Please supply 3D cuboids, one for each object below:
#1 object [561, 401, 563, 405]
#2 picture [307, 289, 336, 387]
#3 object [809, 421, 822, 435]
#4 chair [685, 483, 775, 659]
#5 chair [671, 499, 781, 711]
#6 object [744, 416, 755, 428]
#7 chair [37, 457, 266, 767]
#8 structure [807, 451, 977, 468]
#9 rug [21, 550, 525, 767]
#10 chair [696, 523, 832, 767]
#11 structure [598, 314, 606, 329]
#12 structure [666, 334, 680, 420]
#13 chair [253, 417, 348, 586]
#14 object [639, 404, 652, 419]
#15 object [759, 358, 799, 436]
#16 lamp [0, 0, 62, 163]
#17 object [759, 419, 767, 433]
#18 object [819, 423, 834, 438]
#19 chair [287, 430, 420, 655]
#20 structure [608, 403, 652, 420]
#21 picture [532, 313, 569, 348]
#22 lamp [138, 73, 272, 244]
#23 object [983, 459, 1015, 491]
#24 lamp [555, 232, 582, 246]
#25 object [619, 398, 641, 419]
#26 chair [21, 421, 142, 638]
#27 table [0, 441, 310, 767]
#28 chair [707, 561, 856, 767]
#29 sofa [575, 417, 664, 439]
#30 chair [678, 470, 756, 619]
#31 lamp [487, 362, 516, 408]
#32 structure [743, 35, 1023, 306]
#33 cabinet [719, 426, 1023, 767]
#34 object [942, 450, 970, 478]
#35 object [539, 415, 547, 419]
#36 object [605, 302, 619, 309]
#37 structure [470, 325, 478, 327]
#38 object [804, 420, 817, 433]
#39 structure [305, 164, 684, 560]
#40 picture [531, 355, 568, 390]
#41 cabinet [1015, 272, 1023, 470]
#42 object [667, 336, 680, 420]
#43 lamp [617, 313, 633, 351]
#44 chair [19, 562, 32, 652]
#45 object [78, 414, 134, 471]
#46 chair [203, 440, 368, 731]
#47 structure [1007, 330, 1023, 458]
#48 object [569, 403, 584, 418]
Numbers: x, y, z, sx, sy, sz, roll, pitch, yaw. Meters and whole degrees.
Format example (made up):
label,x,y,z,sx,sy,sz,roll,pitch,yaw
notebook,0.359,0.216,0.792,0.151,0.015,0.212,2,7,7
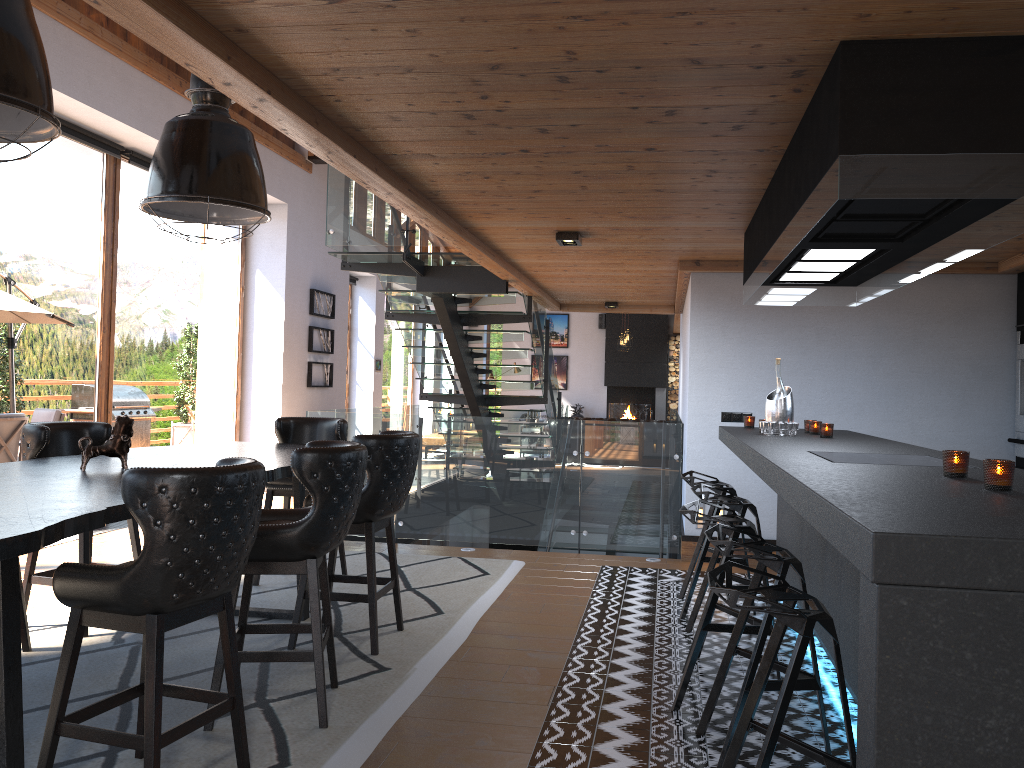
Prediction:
label,x,y,z,sx,sy,sz,roll,pitch,yaw
object,1.079,0.631,20.650,0.261,0.532,0.423,2,-1,-22
picture,-2.611,-0.610,12.160,0.059,1.312,0.777,1,-1,10
object,1.857,0.268,5.426,0.080,0.081,0.078,2,-1,-26
chair,1.181,0.972,4.695,0.468,0.839,0.540,2,-1,6
chair,0.975,0.965,3.931,0.466,0.839,0.542,1,-1,15
object,1.643,0.264,6.136,0.078,0.081,0.080,1,-1,44
chair,-1.098,0.789,2.824,0.564,1.092,0.507,1,-1,18
structure,1.471,0.304,3.496,0.502,0.017,0.612,2,0,9
rug,-1.604,1.314,4.267,2.542,0.047,5.651,2,0,10
chair,0.932,0.962,3.213,0.468,0.839,0.540,2,-1,6
structure,2.131,-1.467,20.799,0.213,0.349,0.214,1,-1,9
structure,3.796,0.188,20.334,0.500,2.617,0.513,1,-1,9
chair,-1.386,0.777,5.941,0.502,1.092,0.570,1,-1,8
object,3.008,0.968,19.925,0.311,1.018,0.304,2,-1,-35
object,1.573,0.075,5.208,0.225,0.452,0.226,1,-1,9
lamp,-1.737,-3.062,2.883,0.628,4.686,0.614,2,-1,-36
object,1.562,0.260,5.467,0.080,0.081,0.078,2,-1,-26
object,1.791,0.266,5.047,0.080,0.081,0.078,2,-1,-26
chair,-0.776,0.791,4.585,0.566,1.092,0.505,1,-1,8
structure,2.703,0.708,20.355,0.979,0.514,0.184,2,-1,9
picture,0.911,-1.267,21.058,0.876,0.816,0.036,2,-1,9
lamp,-1.463,-3.052,4.457,0.628,4.686,0.614,2,-1,-36
object,1.335,0.249,2.430,0.080,0.081,0.078,2,-1,-36
lamp,0.386,-0.986,5.990,0.155,0.068,0.262,2,0,10
object,2.328,0.687,17.268,0.403,0.808,0.624,1,-1,21
chair,-2.332,0.758,4.767,0.564,1.092,0.507,1,-1,18
table,-1.706,0.856,3.964,1.424,0.950,3.810,2,0,10
chair,0.771,0.957,2.451,0.467,0.839,0.541,1,-1,10
sofa,1.799,1.013,15.787,2.557,0.838,1.243,2,0,8
chair,1.268,0.975,5.449,0.467,0.839,0.541,1,-1,9
lamp,-0.329,0.435,20.048,0.522,1.899,1.335,1,-1,30
structure,1.580,-0.754,4.124,0.708,0.476,3.262,2,0,10
cabinet,1.493,0.849,3.915,0.885,1.104,4.818,1,0,10
object,1.398,0.251,2.793,0.080,0.081,0.078,2,-1,-36
object,0.731,0.801,20.790,0.280,0.160,0.260,2,0,11
object,1.204,-0.956,10.680,0.155,0.068,0.262,2,0,10
structure,-0.923,-1.550,21.261,0.213,0.349,0.214,1,-1,9
object,1.890,0.270,5.614,0.080,0.081,0.078,2,-1,-26
structure,-2.621,0.912,9.514,9.177,6.399,11.065,2,0,9
picture,0.883,-0.272,21.042,0.876,0.816,0.036,2,-1,9
cabinet,3.491,0.265,3.496,0.541,2.381,6.453,1,0,10
object,3.791,0.194,20.345,0.492,2.612,0.468,1,-1,9
lamp,2.292,-1.775,17.946,0.261,2.202,0.803,2,-1,1
chair,-2.537,0.742,3.966,0.570,1.092,0.502,2,-1,-7
object,-1.805,0.260,3.941,0.223,0.253,0.115,2,-1,-28
chair,-0.893,0.786,3.625,0.570,1.092,0.502,2,-1,-7
structure,3.813,0.075,6.397,0.254,0.945,0.599,1,-1,10
object,1.519,0.670,20.649,0.338,0.455,0.337,1,-1,35
